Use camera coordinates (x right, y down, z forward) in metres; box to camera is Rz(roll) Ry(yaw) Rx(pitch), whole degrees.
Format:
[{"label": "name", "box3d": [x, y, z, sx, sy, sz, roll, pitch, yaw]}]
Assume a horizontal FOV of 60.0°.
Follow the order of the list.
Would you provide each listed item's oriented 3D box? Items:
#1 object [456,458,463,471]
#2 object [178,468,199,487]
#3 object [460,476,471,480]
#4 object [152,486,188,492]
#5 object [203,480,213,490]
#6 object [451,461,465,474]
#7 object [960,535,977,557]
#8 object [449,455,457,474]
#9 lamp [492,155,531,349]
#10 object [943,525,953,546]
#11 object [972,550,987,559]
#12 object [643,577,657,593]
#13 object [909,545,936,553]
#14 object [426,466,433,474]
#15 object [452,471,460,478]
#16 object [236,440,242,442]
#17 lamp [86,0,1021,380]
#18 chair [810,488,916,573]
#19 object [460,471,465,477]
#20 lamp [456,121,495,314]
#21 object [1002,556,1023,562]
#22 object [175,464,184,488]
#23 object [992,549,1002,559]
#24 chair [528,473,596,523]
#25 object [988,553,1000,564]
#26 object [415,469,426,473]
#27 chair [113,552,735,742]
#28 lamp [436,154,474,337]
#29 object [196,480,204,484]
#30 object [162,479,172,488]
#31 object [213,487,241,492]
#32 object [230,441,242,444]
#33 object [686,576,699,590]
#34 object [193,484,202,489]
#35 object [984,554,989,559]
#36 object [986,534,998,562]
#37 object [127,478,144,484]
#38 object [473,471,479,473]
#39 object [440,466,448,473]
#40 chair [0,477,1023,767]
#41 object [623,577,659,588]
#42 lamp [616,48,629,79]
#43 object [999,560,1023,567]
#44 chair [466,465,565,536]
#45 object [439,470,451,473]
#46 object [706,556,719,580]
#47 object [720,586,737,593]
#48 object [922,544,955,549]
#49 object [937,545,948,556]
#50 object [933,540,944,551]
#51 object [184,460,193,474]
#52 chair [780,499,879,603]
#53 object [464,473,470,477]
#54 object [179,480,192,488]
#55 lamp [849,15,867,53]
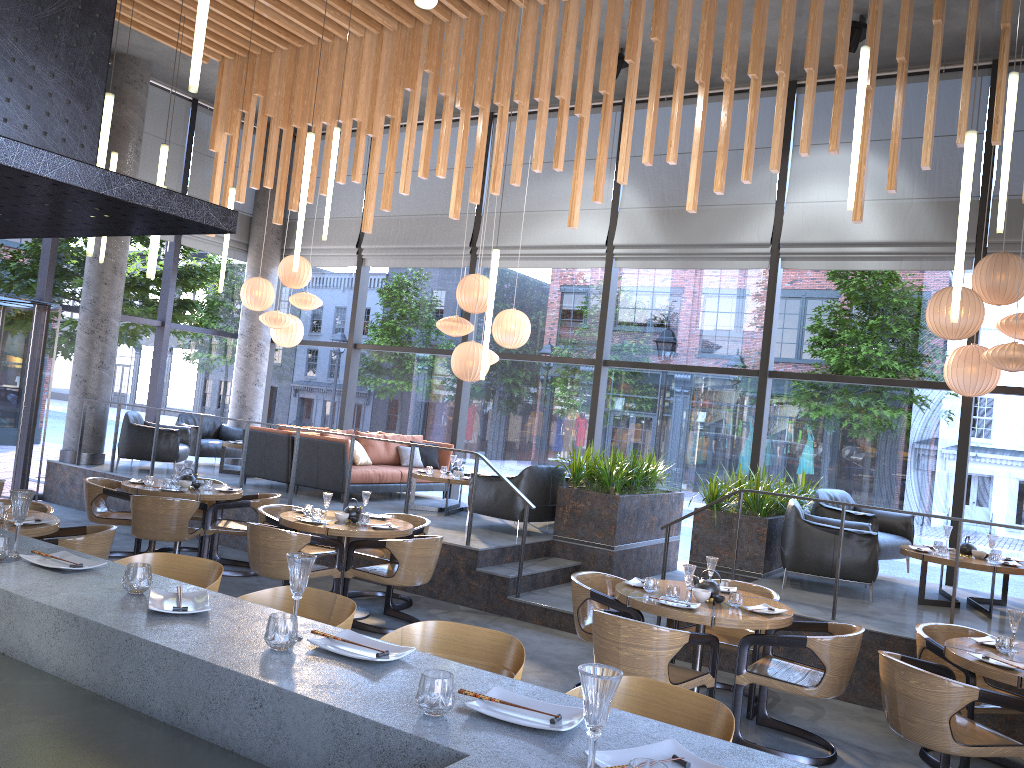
[{"label": "object", "box3d": [-0.619, 0.982, 10.340, 0.082, 0.227, 0.082, 7, -2, -15]}, {"label": "object", "box3d": [-3.097, 0.890, 8.478, 0.163, 0.179, 0.168, 6, -2, -3]}, {"label": "object", "box3d": [-0.498, 1.095, 10.269, 0.170, 0.025, 0.294, 6, -2, 12]}, {"label": "object", "box3d": [-3.101, 0.952, 8.027, 0.294, 0.025, 0.170, 7, -2, -10]}, {"label": "object", "box3d": [-2.878, 0.958, 8.404, 0.086, 0.086, 0.086, 5, -3, 40]}, {"label": "object", "box3d": [-0.651, 1.015, 10.679, 0.163, 0.179, 0.168, 6, -2, -3]}, {"label": "object", "box3d": [4.001, 1.418, 7.799, 0.163, 0.179, 0.168, 6, -2, -3]}, {"label": "object", "box3d": [-0.729, 0.989, 10.880, 0.082, 0.227, 0.082, 6, -2, 14]}, {"label": "lamp", "box3d": [-0.567, -2.165, 7.569, 0.468, 3.124, 6.999, 6, -2, 13]}, {"label": "object", "box3d": [3.924, 1.392, 8.000, 0.082, 0.227, 0.082, 6, -2, 14]}, {"label": "object", "box3d": [4.029, 1.474, 7.652, 0.116, 0.065, 0.116, 7, -2, -29]}, {"label": "object", "box3d": [0.870, 1.265, 5.574, 0.086, 0.086, 0.086, 7, -2, -33]}, {"label": "object", "box3d": [3.585, 1.449, 7.741, 0.170, 0.025, 0.294, 6, -2, 12]}, {"label": "object", "box3d": [-0.974, 1.019, 10.458, 0.086, 0.086, 0.086, 5, -2, 36]}, {"label": "object", "box3d": [-0.645, 1.048, 10.254, 0.086, 0.086, 0.086, 5, -2, 36]}, {"label": "object", "box3d": [-3.814, 0.819, 12.636, 0.170, 0.025, 0.294, 5, -2, 22]}, {"label": "lamp", "box3d": [-1.712, -5.422, 3.679, 8.975, 10.231, 8.774, 5, -2, 30]}, {"label": "chair", "box3d": [3.469, 1.467, 8.889, 1.030, 0.743, 0.833, 8, -3, -44]}, {"label": "object", "box3d": [-0.624, 1.071, 10.533, 0.116, 0.065, 0.116, 7, -2, -29]}, {"label": "lamp", "box3d": [-0.340, -2.032, 10.757, 0.465, 2.374, 0.465, 8, -2, -35]}, {"label": "object", "box3d": [4.377, 1.535, 7.754, 0.170, 0.025, 0.294, 6, -2, 12]}, {"label": "object", "box3d": [-3.079, 0.857, 8.179, 0.082, 0.227, 0.082, 8, -2, -38]}, {"label": "object", "box3d": [4.221, 1.486, 7.725, 0.086, 0.086, 0.086, 5, -2, 36]}, {"label": "chair", "box3d": [0.700, 1.303, 10.538, 0.833, 0.743, 1.030, 6, -2, 17]}, {"label": "object", "box3d": [4.007, 1.451, 7.374, 0.086, 0.086, 0.086, 5, -2, 36]}, {"label": "object", "box3d": [-1.068, 1.046, 10.622, 0.170, 0.025, 0.294, 6, -2, 12]}, {"label": "chair", "box3d": [-0.695, 1.207, 0.812, 2.787, 1.047, 5.395, 6, -2, 9]}, {"label": "lamp", "box3d": [-0.587, -1.705, 10.860, 0.467, 2.271, 0.467, 6, -2, -5]}, {"label": "object", "box3d": [-3.217, 0.966, 8.806, 0.294, 0.025, 0.170, 7, -2, -23]}, {"label": "object", "box3d": [-3.170, 0.918, 8.162, 0.086, 0.086, 0.086, 6, -2, 18]}, {"label": "object", "box3d": [-2.722, 1.007, 8.433, 0.170, 0.025, 0.294, 6, -2, 12]}, {"label": "object", "box3d": [-3.750, 0.809, 12.152, 0.170, 0.025, 0.294, 7, -2, -33]}, {"label": "object", "box3d": [1.189, 1.308, 5.822, 0.086, 0.086, 0.086, 6, -2, 14]}, {"label": "object", "box3d": [-2.985, 0.969, 8.399, 0.080, 0.042, 0.080, 6, -2, 17]}, {"label": "object", "box3d": [4.114, 1.497, 7.719, 0.080, 0.042, 0.080, 6, -2, -6]}, {"label": "object", "box3d": [4.033, 1.385, 7.460, 0.082, 0.227, 0.082, 7, -2, -15]}, {"label": "object", "box3d": [-3.517, 0.918, 8.350, 0.170, 0.025, 0.294, 7, -2, -10]}, {"label": "object", "box3d": [-0.431, 1.083, 10.605, 0.086, 0.086, 0.086, 5, -2, 36]}, {"label": "object", "box3d": [-0.829, 1.048, 10.829, 0.086, 0.086, 0.086, 7, -2, -21]}, {"label": "chair", "box3d": [-1.266, 1.462, 5.770, 9.749, 0.759, 4.352, 5, -2, 33]}, {"label": "object", "box3d": [0.827, 1.298, 5.757, 0.170, 0.025, 0.294, 5, -2, 29]}, {"label": "lamp", "box3d": [1.152, -3.506, 9.776, 0.273, 0.367, 0.300, 8, -3, -40]}, {"label": "object", "box3d": [4.154, 1.499, 7.389, 0.170, 0.025, 0.294, 6, -2, 12]}, {"label": "chair", "box3d": [0.089, 1.202, 9.530, 0.833, 0.743, 1.030, 5, -3, 38]}, {"label": "object", "box3d": [-0.770, 1.091, 11.007, 0.294, 0.025, 0.170, 7, -2, -23]}, {"label": "object", "box3d": [1.300, 1.248, 5.804, 0.082, 0.227, 0.082, 8, -2, -37]}, {"label": "object", "box3d": [1.347, 1.360, 5.920, 0.294, 0.025, 0.170, 6, -2, 16]}, {"label": "object", "box3d": [3.882, 1.495, 8.127, 0.294, 0.025, 0.170, 7, -2, -23]}, {"label": "object", "box3d": [3.678, 1.423, 7.578, 0.086, 0.086, 0.086, 5, -2, 36]}, {"label": "object", "box3d": [3.823, 1.451, 7.948, 0.086, 0.086, 0.086, 7, -2, -21]}, {"label": "object", "box3d": [-3.175, 0.864, 8.679, 0.082, 0.227, 0.082, 6, -2, 14]}, {"label": "chair", "box3d": [2.808, 1.438, 7.854, 0.833, 0.743, 1.030, 6, -2, 17]}, {"label": "object", "box3d": [-0.538, 1.094, 10.600, 0.080, 0.042, 0.080, 6, -2, 17]}, {"label": "object", "box3d": [-3.070, 0.946, 8.332, 0.116, 0.065, 0.116, 6, -2, -1]}, {"label": "lamp", "box3d": [3.289, -3.320, 8.477, 0.273, 0.367, 0.300, 7, -2, -12]}]
